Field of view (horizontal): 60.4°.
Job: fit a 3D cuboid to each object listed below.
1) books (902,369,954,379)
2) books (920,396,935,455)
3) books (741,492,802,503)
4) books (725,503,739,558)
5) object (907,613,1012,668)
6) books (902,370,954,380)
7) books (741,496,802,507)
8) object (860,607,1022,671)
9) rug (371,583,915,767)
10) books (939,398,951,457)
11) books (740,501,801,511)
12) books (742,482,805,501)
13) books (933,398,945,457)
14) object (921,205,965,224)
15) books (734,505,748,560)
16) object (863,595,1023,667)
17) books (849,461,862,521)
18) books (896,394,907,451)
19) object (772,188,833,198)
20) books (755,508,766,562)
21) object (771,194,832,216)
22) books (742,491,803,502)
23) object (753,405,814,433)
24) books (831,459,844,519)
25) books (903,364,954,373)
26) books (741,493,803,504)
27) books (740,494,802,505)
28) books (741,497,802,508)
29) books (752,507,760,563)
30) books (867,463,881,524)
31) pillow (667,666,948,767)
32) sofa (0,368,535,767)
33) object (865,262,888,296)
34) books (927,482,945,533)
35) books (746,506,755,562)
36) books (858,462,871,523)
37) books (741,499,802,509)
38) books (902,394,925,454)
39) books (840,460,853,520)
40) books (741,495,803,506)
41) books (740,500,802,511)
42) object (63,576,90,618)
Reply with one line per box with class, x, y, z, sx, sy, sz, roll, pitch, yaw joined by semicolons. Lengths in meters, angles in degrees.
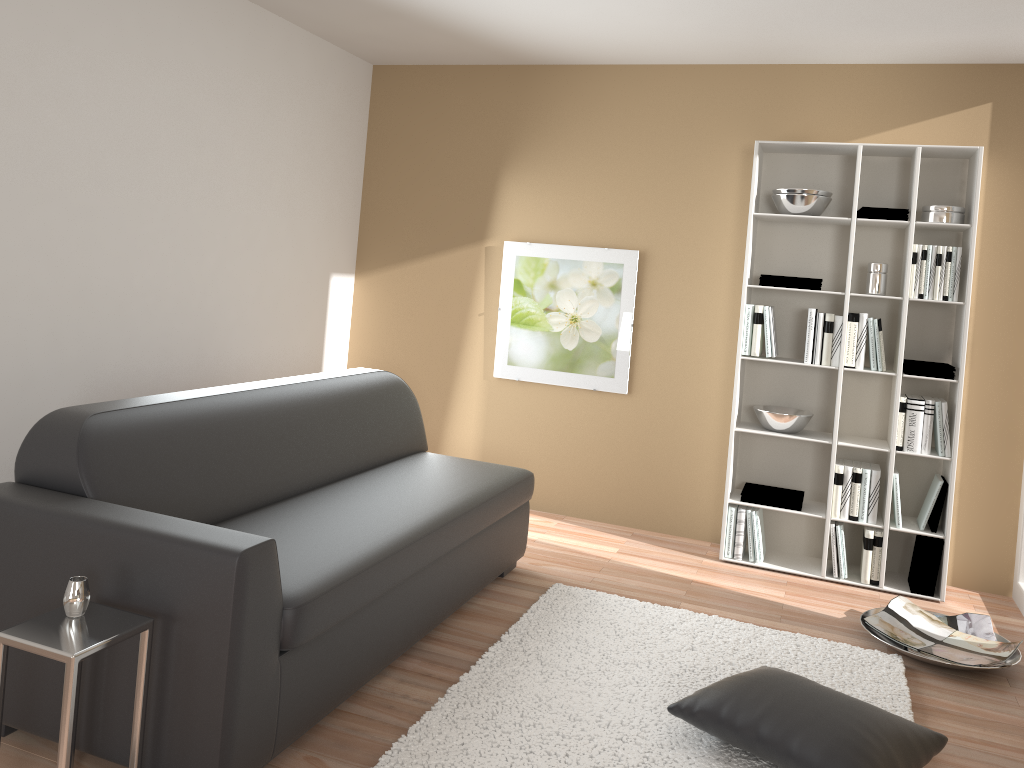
books;2.036;-0.052;4.320;0.211;0.006;0.298;7;7;19
books;2.016;0.198;4.284;0.040;0.258;0.207;5;3;20
books;1.343;0.561;4.530;0.298;0.008;0.211;7;7;20
books;1.146;0.746;4.571;0.040;0.258;0.208;5;3;20
object;1.772;1.028;3.547;0.344;0.096;0.500;7;7;19
books;2.034;-0.047;4.321;0.211;0.007;0.298;7;7;19
books;1.340;0.583;4.526;0.298;0.006;0.211;7;7;20
object;1.710;1.041;3.540;0.584;0.063;0.589;4;7;-5
rug;0.493;1.060;2.679;1.455;0.045;2.030;7;7;20
books;2.087;0.208;4.252;0.060;0.259;0.207;5;3;20
books;1.336;0.605;4.526;0.298;0.007;0.211;7;7;20
books;1.346;0.551;4.526;0.298;0.006;0.211;7;7;20
books;2.063;0.205;4.262;0.060;0.259;0.208;5;3;20
object;2.103;-0.819;4.297;0.191;0.090;0.193;2;6;-28
books;1.188;0.752;4.550;0.040;0.258;0.207;5;3;20
object;1.722;1.012;3.551;0.342;0.096;0.503;-1;9;-40
books;1.706;0.529;4.374;0.040;0.258;0.207;5;3;20
books;1.897;0.184;4.317;0.040;0.258;0.207;5;3;20
object;1.492;-0.937;4.542;0.298;0.106;0.301;3;6;-15
books;1.280;0.761;4.531;0.058;0.257;0.208;5;3;20
object;1.490;-0.910;4.541;0.298;0.106;0.301;3;6;-15
books;1.344;0.556;4.525;0.298;0.007;0.211;7;7;20
object;1.395;0.189;4.540;0.298;0.106;0.301;3;6;-15
books;1.627;0.519;4.398;0.040;0.258;0.207;5;3;20
books;2.036;-0.080;4.320;0.211;0.006;0.298;8;7;21
books;1.342;0.566;4.530;0.298;0.008;0.211;7;7;20
books;1.339;0.572;4.526;0.298;0.006;0.211;8;7;21
books;1.337;0.588;4.528;0.298;0.007;0.211;7;7;18
books;1.258;0.762;4.521;0.058;0.257;0.208;5;3;20
books;1.785;0.539;4.346;0.040;0.258;0.207;5;3;20
pillow;0.863;1.004;2.586;0.580;0.209;0.614;-1;9;-44
sofa;-0.688;0.473;3.285;0.955;0.831;2.264;6;6;20
object;1.806;-0.518;4.356;0.094;0.161;0.093;6;2;34
books;2.059;0.581;4.273;0.043;0.238;0.211;5;3;20
books;1.236;0.756;4.534;0.060;0.259;0.207;5;3;20
books;1.745;0.534;4.361;0.040;0.258;0.208;5;3;20
books;1.338;0.594;4.527;0.298;0.006;0.211;7;7;20
books;1.954;0.192;4.292;0.076;0.258;0.208;5;3;20
books;1.668;0.524;4.390;0.040;0.258;0.207;5;3;20
books;1.341;0.578;4.526;0.298;0.006;0.211;7;7;20
books;1.338;0.600;4.527;0.298;0.006;0.211;7;7;20
object;-1.030;0.504;2.083;0.057;0.086;0.057;5;2;-10
